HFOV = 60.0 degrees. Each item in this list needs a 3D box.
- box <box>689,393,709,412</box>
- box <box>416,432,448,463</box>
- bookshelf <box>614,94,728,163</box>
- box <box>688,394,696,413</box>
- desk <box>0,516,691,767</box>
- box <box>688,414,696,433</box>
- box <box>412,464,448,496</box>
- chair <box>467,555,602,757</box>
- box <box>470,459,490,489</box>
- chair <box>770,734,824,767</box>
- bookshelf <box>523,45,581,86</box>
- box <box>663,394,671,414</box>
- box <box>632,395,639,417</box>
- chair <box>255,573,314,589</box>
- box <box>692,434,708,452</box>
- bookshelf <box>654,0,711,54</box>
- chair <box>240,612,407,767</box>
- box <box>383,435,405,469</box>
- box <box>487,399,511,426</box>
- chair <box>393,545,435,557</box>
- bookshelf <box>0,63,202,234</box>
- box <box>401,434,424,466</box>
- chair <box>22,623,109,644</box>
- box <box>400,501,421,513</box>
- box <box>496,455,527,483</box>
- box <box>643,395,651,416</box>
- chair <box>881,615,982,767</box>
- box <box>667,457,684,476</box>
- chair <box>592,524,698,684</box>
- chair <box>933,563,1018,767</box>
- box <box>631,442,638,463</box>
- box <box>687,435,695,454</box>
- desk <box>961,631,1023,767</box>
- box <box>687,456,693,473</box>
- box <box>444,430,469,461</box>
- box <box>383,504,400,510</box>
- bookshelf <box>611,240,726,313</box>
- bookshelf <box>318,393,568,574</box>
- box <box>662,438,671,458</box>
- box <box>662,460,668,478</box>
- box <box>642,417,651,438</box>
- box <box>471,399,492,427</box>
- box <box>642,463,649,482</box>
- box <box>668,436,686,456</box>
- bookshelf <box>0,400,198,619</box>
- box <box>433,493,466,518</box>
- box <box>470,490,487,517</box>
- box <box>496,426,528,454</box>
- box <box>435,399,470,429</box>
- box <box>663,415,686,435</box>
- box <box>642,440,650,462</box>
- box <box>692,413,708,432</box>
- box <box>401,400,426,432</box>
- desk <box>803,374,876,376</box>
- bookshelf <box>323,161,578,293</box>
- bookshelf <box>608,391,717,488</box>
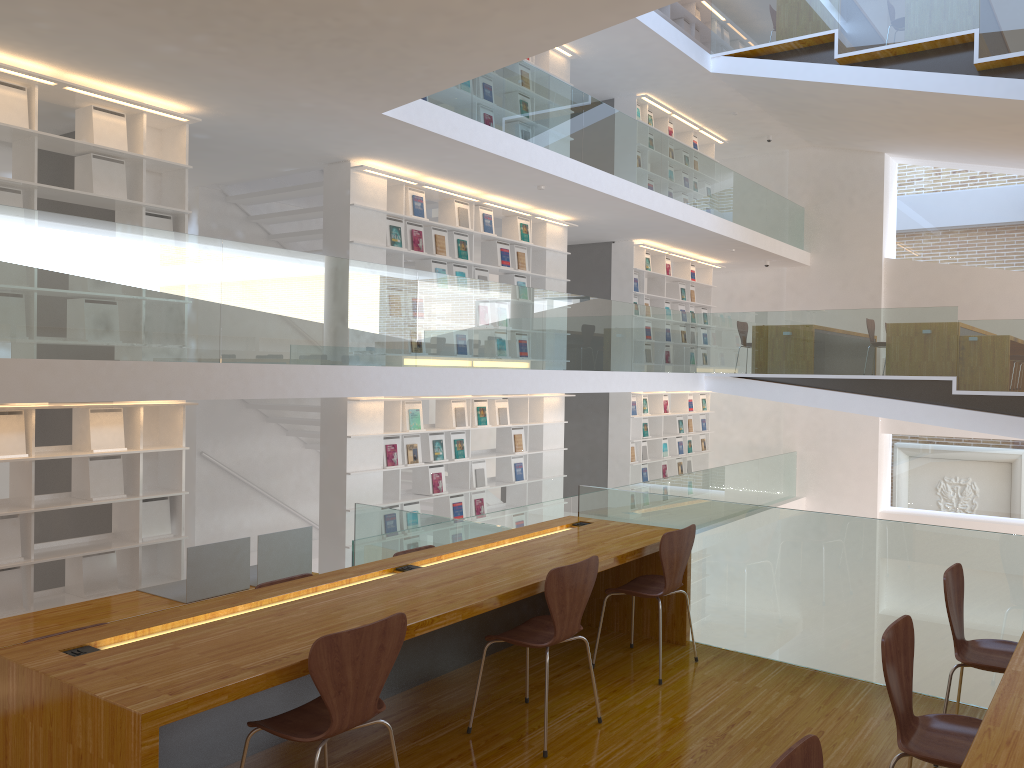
[{"bbox_3d":[3.068,0.301,14.603,0.274,0.296,0.245,1,1,35],"label":"box"},{"bbox_3d":[-0.825,0.632,8.989,0.274,0.296,0.245,1,1,35],"label":"box"},{"bbox_3d":[2.486,-3.131,13.540,0.498,1.836,2.984,1,1,35],"label":"bookshelf"},{"bbox_3d":[2.765,0.302,14.174,0.274,0.296,0.245,1,1,35],"label":"box"},{"bbox_3d":[-0.480,1.226,3.803,1.285,0.918,3.236,1,1,35],"label":"desk"},{"bbox_3d":[2.759,0.630,14.178,0.274,0.296,0.245,1,1,35],"label":"box"},{"bbox_3d":[-0.827,0.961,8.998,0.274,0.296,0.245,1,1,35],"label":"box"},{"bbox_3d":[0.100,1.034,3.558,0.381,0.693,0.428,1,1,35],"label":"chair"},{"bbox_3d":[-0.421,0.967,9.573,0.274,0.296,0.245,1,1,35],"label":"box"},{"bbox_3d":[0.657,1.068,1.595,0.381,0.693,0.428,1,1,35],"label":"chair"},{"bbox_3d":[-0.435,-3.125,9.405,0.498,1.836,3.666,1,1,35],"label":"bookshelf"},{"bbox_3d":[2.235,0.302,13.419,0.274,0.296,0.245,1,1,35],"label":"box"},{"bbox_3d":[1.627,0.307,12.562,0.274,0.296,0.245,1,1,35],"label":"box"},{"bbox_3d":[-1.002,1.322,4.336,0.381,0.693,0.428,1,1,35],"label":"chair"},{"bbox_3d":[3.065,0.957,14.622,0.274,0.296,0.245,1,1,35],"label":"box"},{"bbox_3d":[2.518,-5.146,13.515,0.498,1.836,2.984,1,1,35],"label":"bookshelf"},{"bbox_3d":[-0.576,1.035,2.666,0.381,0.693,0.428,1,1,35],"label":"chair"},{"bbox_3d":[-1.207,0.639,8.448,0.274,0.296,0.245,1,1,35],"label":"box"},{"bbox_3d":[-2.184,2.057,7.102,0.498,3.764,7.125,1,1,35],"label":"box"},{"bbox_3d":[-0.442,1.321,5.130,0.381,0.693,0.428,1,1,35],"label":"chair"},{"bbox_3d":[-3.329,-1.073,5.370,0.498,1.836,2.984,1,1,35],"label":"bookshelf"},{"bbox_3d":[-1.042,0.640,8.704,0.274,0.296,0.245,1,1,35],"label":"box"},{"bbox_3d":[-1.616,1.324,3.400,0.381,0.693,0.428,1,1,35],"label":"chair"},{"bbox_3d":[-1.044,1.297,8.701,0.274,0.296,0.245,1,1,35],"label":"box"},{"bbox_3d":[-0.003,0.966,10.165,0.274,0.296,0.245,1,1,35],"label":"box"},{"bbox_3d":[1.842,0.304,12.867,0.274,0.296,0.245,1,1,35],"label":"box"},{"bbox_3d":[1.271,1.065,2.531,0.381,0.693,0.428,1,1,35],"label":"chair"},{"bbox_3d":[2.548,1.288,13.902,0.274,0.296,0.245,1,1,35],"label":"box"},{"bbox_3d":[0.661,1.033,4.352,0.381,0.693,0.428,1,1,35],"label":"chair"},{"bbox_3d":[1.831,1.064,3.325,0.381,0.693,0.428,1,1,35],"label":"chair"},{"bbox_3d":[1.616,0.961,12.569,0.274,0.296,0.245,1,1,35],"label":"box"},{"bbox_3d":[2.749,0.958,14.174,0.274,0.296,0.245,1,1,35],"label":"box"},{"bbox_3d":[1.577,1.124,2.120,0.760,0.606,3.185,1,1,35],"label":"desk"},{"bbox_3d":[2.755,1.287,14.194,0.274,0.296,0.245,1,1,35],"label":"box"},{"bbox_3d":[-0.626,0.639,9.271,0.274,0.296,0.245,1,1,35],"label":"box"},{"bbox_3d":[-1.215,1.297,8.460,0.274,0.296,0.245,1,1,35],"label":"box"},{"bbox_3d":[2.454,-1.085,13.566,0.498,1.836,2.984,1,1,35],"label":"bookshelf"},{"bbox_3d":[-0.542,0.981,9.486,0.397,1.836,3.666,1,1,35],"label":"bookshelf"},{"bbox_3d":[2.236,0.960,13.447,0.274,0.296,0.245,1,1,35],"label":"box"},{"bbox_3d":[2.222,1.288,13.440,0.274,0.296,0.245,1,1,35],"label":"box"},{"bbox_3d":[1.851,0.627,12.890,0.274,0.296,0.245,1,1,35],"label":"box"},{"bbox_3d":[-0.402,0.310,9.578,0.274,0.296,0.245,1,1,35],"label":"box"},{"bbox_3d":[1.850,1.289,12.912,0.274,0.296,0.245,1,1,35],"label":"box"},{"bbox_3d":[2.546,0.959,13.887,0.274,0.296,0.245,1,1,35],"label":"box"},{"bbox_3d":[-3.361,0.987,5.396,0.498,1.836,2.984,1,1,35],"label":"bookshelf"},{"bbox_3d":[-0.639,1.297,9.276,0.274,0.296,0.245,1,1,35],"label":"box"},{"bbox_3d":[-0.423,1.296,9.582,0.274,0.296,0.245,1,1,35],"label":"box"},{"bbox_3d":[0.001,0.638,10.160,0.274,0.296,0.245,1,1,35],"label":"box"},{"bbox_3d":[-0.617,0.310,9.273,0.274,0.296,0.245,1,1,35],"label":"box"},{"bbox_3d":[2.551,0.631,13.882,0.274,0.296,0.245,1,1,35],"label":"box"},{"bbox_3d":[1.833,0.960,12.876,0.274,0.296,0.245,1,1,35],"label":"box"},{"bbox_3d":[3.062,0.629,14.607,0.274,0.296,0.245,1,1,35],"label":"box"},{"bbox_3d":[-1.026,0.311,8.693,0.274,0.296,0.245,1,1,35],"label":"box"},{"bbox_3d":[4.245,-0.424,12.222,0.760,0.606,3.194,1,1,35],"label":"desk"},{"bbox_3d":[-0.468,-1.078,9.431,0.498,1.836,3.666,1,1,35],"label":"bookshelf"},{"bbox_3d":[2.422,0.975,13.592,0.498,1.836,2.984,1,1,35],"label":"bookshelf"}]
